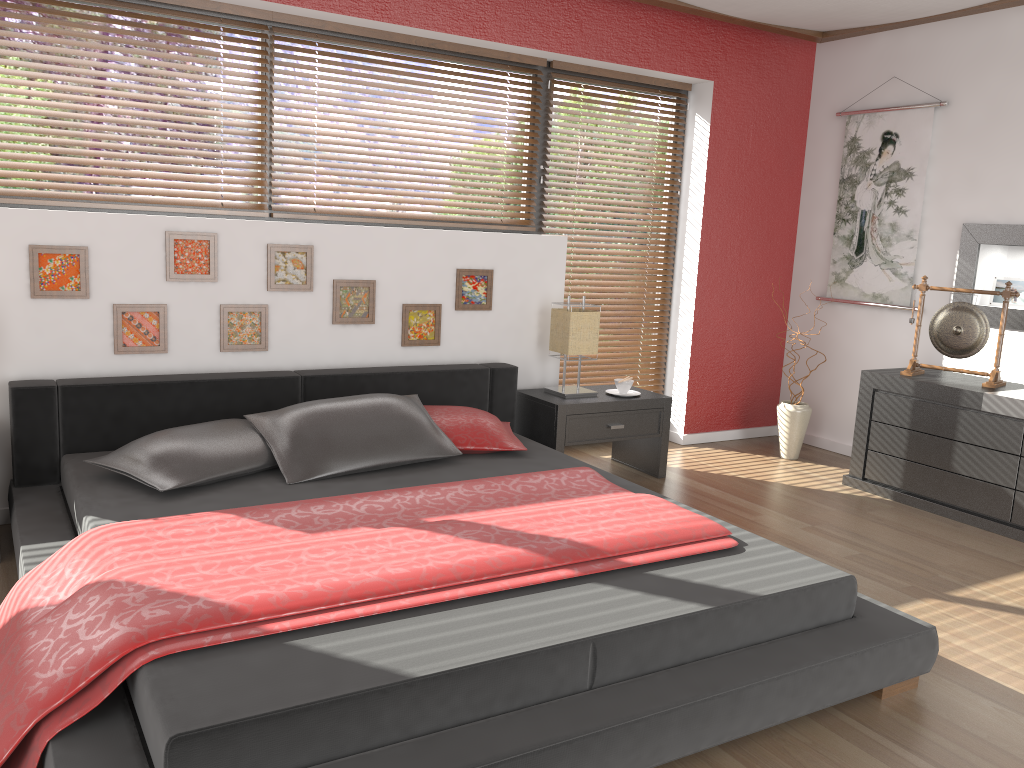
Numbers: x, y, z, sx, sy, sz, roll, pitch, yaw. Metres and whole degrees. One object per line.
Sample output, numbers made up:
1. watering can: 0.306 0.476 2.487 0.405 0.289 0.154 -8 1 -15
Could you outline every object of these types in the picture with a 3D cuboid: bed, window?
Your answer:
1. bed: -0.472 0.426 2.829 2.469 0.577 2.413 -3 11 -31
2. window: 0.530 -0.743 5.108 0.889 1.893 0.020 -3 11 -31
3. window: -1.110 -1.192 4.012 2.817 0.786 0.020 -3 11 -31

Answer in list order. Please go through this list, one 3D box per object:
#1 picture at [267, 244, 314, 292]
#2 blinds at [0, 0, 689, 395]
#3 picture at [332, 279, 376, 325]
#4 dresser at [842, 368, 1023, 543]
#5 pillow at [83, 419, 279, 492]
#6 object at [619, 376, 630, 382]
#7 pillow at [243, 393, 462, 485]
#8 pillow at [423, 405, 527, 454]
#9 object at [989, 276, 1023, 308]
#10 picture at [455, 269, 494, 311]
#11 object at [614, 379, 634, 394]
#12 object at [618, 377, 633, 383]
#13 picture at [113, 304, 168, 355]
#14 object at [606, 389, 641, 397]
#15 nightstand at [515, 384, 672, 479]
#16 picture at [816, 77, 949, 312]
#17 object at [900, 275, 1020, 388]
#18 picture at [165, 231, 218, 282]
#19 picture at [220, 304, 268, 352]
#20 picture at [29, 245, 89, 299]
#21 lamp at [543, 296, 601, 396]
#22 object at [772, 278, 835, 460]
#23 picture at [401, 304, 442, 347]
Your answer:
1. picture: -0.955 -0.500 3.827 0.200 0.200 0.010 -3 11 -31
2. blinds: -1.107 -0.611 4.051 4.840 1.952 0.032 -3 11 -31
3. picture: -0.712 -0.370 4.002 0.200 0.200 0.010 -3 11 -31
4. dresser: 2.416 0.361 3.986 0.540 0.608 1.740 -3 11 -31
5. pillow: -1.081 0.238 3.209 0.418 0.172 0.745 9 12 33
6. object: 0.569 -0.024 4.507 0.007 0.007 0.192 7 11 23
7. pillow: -0.596 0.179 3.392 0.744 0.241 0.386 -4 12 -35
8. pillow: -0.328 0.189 3.724 0.745 0.172 0.418 1 10 -12
9. object: 2.556 -0.464 4.496 0.226 0.146 0.041 11 12 38
10. picture: -0.183 -0.457 4.309 0.200 0.200 0.010 -3 11 -31
11. object: 0.567 0.015 4.506 0.099 0.069 0.099 2 10 -6
12. object: 0.574 -0.019 4.484 0.007 0.007 0.192 8 11 27
13. picture: -1.489 -0.220 3.557 0.200 0.200 0.010 -3 11 -31
14. object: 0.565 0.047 4.512 0.179 0.012 0.179 2 10 -6
15. nightstand: 0.406 0.258 4.523 0.700 0.423 0.413 -3 11 -31
16. picture: 2.071 -1.074 5.004 0.028 1.270 0.701 -3 11 -31
17. object: 2.167 -0.265 4.301 0.490 0.498 0.173 12 13 43
18. picture: -1.303 -0.517 3.610 0.200 0.200 0.010 -3 11 -31
19. picture: -1.137 -0.238 3.769 0.200 0.200 0.010 -3 11 -31
20. picture: -1.721 -0.425 3.373 0.200 0.200 0.010 -3 11 -31
21. lamp: 0.307 -0.198 4.418 0.200 0.480 0.200 -3 11 -31
22. object: 1.584 -0.080 5.033 0.364 1.035 0.422 9 12 33
23. picture: -0.428 -0.279 4.195 0.200 0.200 0.010 -3 11 -31
